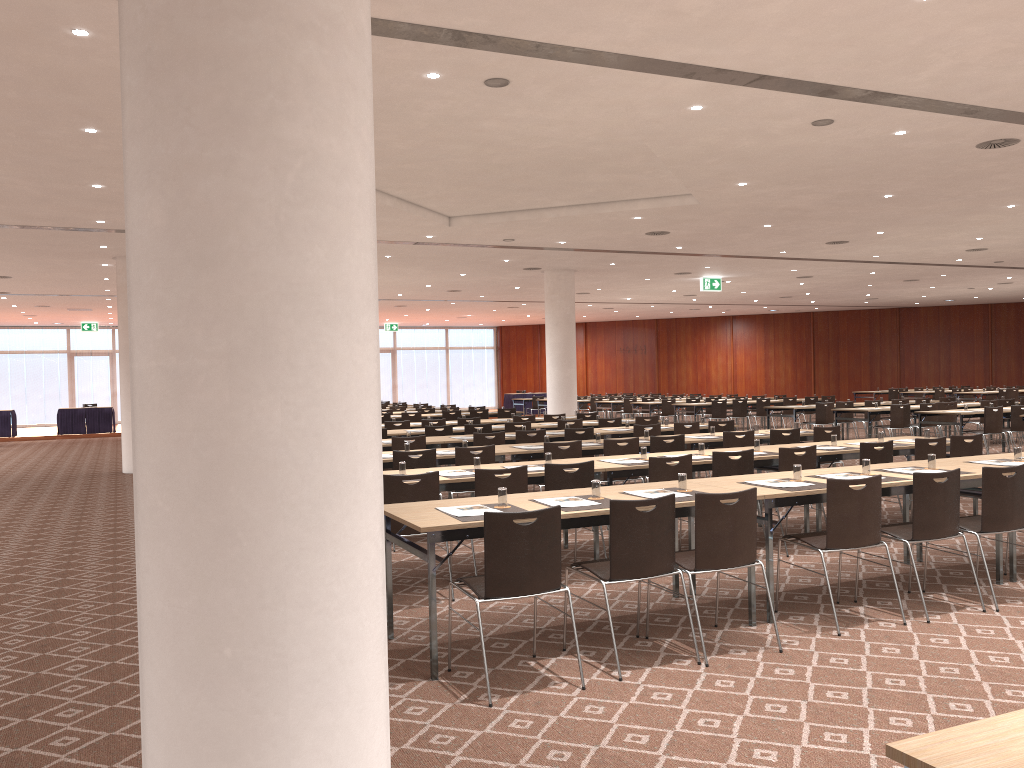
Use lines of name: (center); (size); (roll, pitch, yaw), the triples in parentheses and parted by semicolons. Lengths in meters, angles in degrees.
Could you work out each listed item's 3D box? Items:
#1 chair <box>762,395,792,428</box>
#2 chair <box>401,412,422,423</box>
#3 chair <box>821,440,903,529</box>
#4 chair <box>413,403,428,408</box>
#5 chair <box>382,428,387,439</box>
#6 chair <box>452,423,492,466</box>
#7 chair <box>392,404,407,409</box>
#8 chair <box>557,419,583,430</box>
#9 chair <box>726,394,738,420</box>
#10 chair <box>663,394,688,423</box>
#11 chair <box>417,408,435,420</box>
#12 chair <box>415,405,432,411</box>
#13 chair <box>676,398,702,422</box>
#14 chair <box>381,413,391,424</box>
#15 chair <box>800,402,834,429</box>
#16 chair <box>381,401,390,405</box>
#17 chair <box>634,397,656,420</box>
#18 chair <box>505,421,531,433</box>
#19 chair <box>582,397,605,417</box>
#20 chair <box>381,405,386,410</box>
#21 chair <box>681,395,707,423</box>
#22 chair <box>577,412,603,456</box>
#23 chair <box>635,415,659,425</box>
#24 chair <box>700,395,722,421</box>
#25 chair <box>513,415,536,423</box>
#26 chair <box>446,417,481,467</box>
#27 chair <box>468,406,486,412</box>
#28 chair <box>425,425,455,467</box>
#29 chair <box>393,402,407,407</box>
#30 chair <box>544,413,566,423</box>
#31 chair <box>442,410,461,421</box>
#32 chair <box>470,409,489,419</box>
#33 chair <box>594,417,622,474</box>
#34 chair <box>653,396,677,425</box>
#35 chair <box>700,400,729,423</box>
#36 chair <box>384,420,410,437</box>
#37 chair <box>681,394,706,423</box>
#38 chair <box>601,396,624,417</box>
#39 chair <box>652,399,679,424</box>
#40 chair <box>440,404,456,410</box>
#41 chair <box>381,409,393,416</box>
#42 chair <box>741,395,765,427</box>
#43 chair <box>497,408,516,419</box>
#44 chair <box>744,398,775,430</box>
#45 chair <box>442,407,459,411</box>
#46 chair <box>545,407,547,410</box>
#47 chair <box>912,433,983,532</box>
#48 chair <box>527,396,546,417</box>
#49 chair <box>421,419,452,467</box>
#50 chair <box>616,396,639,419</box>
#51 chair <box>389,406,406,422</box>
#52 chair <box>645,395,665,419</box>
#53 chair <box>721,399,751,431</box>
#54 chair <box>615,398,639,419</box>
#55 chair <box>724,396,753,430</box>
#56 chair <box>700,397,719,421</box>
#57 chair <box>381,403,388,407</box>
chair: (7.438, 0.771, 24.922); (0.535, 0.939, 0.613); (-2, 1, -24)
chair: (-2.136, 1.050, 18.533); (0.535, 0.939, 0.613); (-2, 1, -23)
chair: (3.317, 1.000, 8.372); (0.535, 0.939, 0.614); (-2, 1, -27)
chair: (-2.597, 1.011, 24.894); (0.535, 0.939, 0.613); (-2, 1, -22)
chair: (-2.010, 1.094, 12.572); (0.535, 0.939, 0.613); (-2, 1, -21)
chair: (-0.552, 1.054, 13.219); (0.535, 0.939, 0.613); (-2, 1, -23)
chair: (-3.163, 1.026, 24.680); (0.535, 0.939, 0.613); (-2, 1, -27)
chair: (0.851, 1.015, 13.926); (0.535, 0.939, 0.613); (-2, 1, -22)
chair: (6.579, 0.776, 26.883); (0.535, 0.939, 0.613); (-2, 1, -26)
chair: (5.228, 0.797, 28.406); (0.535, 0.939, 0.613); (-2, 1, -26)
chair: (-2.050, 1.030, 20.760); (0.535, 0.939, 0.613); (-2, 1, -25)
chair: (-2.310, 1.020, 22.833); (0.535, 0.939, 0.614); (-2, 1, -22)
chair: (4.763, 0.844, 23.735); (0.535, 0.939, 0.613); (-2, 1, -22)
chair: (-2.756, 1.066, 18.342); (0.535, 0.939, 0.613); (-2, 1, -25)
chair: (6.376, 0.848, 18.441); (0.535, 0.939, 0.613); (-2, 1, -24)
chair: (-4.177, 1.020, 28.569); (0.535, 0.939, 0.613); (-2, 1, -22)
chair: (3.850, 0.852, 25.606); (0.535, 0.939, 0.614); (-2, 1, -27)
chair: (0.036, 1.037, 13.518); (0.535, 0.939, 0.613); (-2, 1, -23)
chair: (2.523, 0.870, 27.270); (0.535, 0.939, 0.613); (-2, 1, -25)
chair: (-3.708, 1.041, 24.400); (0.535, 0.939, 0.613); (-2, 1, -24)
chair: (5.384, 0.810, 26.287); (0.535, 0.939, 0.613); (-2, 1, -22)
chair: (1.302, 0.986, 16.230); (0.535, 0.939, 0.613); (-2, 1, -26)
chair: (2.120, 0.980, 14.443); (0.535, 0.939, 0.613); (-2, 1, -23)
chair: (5.987, 0.794, 26.466); (0.535, 0.939, 0.613); (-2, 1, -22)
chair: (0.159, 1.017, 15.723); (0.535, 0.939, 0.613); (-2, 1, -24)
chair: (-0.801, 1.043, 15.381); (0.535, 0.939, 0.614); (-2, 1, -27)
chair: (-0.885, 0.998, 21.277); (0.535, 0.939, 0.613); (-2, 1, -22)
chair: (-1.124, 1.069, 13.049); (0.535, 0.939, 0.614); (-2, 1, -26)
chair: (-3.427, 1.016, 26.751); (0.535, 0.939, 0.613); (-2, 1, -24)
chair: (0.709, 1.002, 16.005); (0.535, 0.939, 0.613); (-2, 1, -24)
chair: (-1.336, 1.028, 18.927); (0.535, 0.939, 0.614); (-2, 1, -26)
chair: (-0.761, 1.012, 19.144); (0.535, 0.939, 0.613); (-2, 1, -25)
chair: (1.484, 0.998, 14.123); (0.535, 0.939, 0.613); (-2, 1, -26)
chair: (4.470, 0.835, 25.793); (0.535, 0.939, 0.614); (-2, 1, -26)
chair: (4.968, 0.856, 21.637); (0.535, 0.939, 0.613); (-2, 1, -22)
chair: (-1.942, 1.075, 14.790); (0.535, 0.939, 0.613); (-2, 1, -22)
chair: (5.830, 0.781, 28.585); (0.535, 0.939, 0.613); (-2, 1, -23)
chair: (3.122, 0.855, 27.382); (0.535, 0.939, 0.613); (-2, 1, -23)
chair: (4.087, 0.862, 23.588); (0.535, 0.939, 0.613); (-2, 1, -23)
chair: (-1.714, 1.004, 23.135); (0.535, 0.939, 0.613); (-2, 1, -25)
chair: (-2.993, 1.055, 20.425); (0.535, 0.939, 0.613); (-2, 1, -26)
chair: (6.791, 0.788, 24.789); (0.535, 0.939, 0.613); (-2, 1, -22)
chair: (-0.161, 0.995, 19.494); (0.535, 0.939, 0.613); (-2, 1, -21)
chair: (6.186, 0.823, 22.178); (0.535, 0.939, 0.613); (-2, 1, -24)
chair: (-1.509, 1.015, 21.038); (0.535, 0.939, 0.613); (-2, 1, -25)
chair: (1.519, 0.864, 31.136); (0.535, 0.939, 0.613); (-2, 1, -26)
chair: (4.465, 0.967, 8.966); (0.535, 0.939, 0.613); (-2, 1, -22)
chair: (0.850, 0.883, 30.750); (0.535, 0.939, 0.613); (-2, 1, -22)
chair: (-1.375, 1.059, 15.080); (0.535, 0.939, 0.613); (-2, 1, -24)
chair: (3.633, 0.840, 27.698); (0.535, 0.939, 0.614); (-2, 1, -27)
chair: (-2.948, 1.037, 22.633); (0.535, 0.939, 0.613); (-2, 1, -23)
chair: (4.603, 0.813, 28.194); (0.535, 0.939, 0.613); (-2, 1, -22)
chair: (5.555, 0.839, 21.987); (0.535, 0.939, 0.613); (-2, 1, -22)
chair: (3.316, 0.866, 25.434); (0.535, 0.939, 0.613); (-2, 1, -24)
chair: (6.213, 0.805, 24.379); (0.535, 0.939, 0.613); (-2, 1, -25)
chair: (5.342, 0.828, 24.081); (0.535, 0.939, 0.613); (-2, 1, -25)
chair: (-3.953, 1.031, 26.480); (0.535, 0.939, 0.613); (-2, 1, -23)
